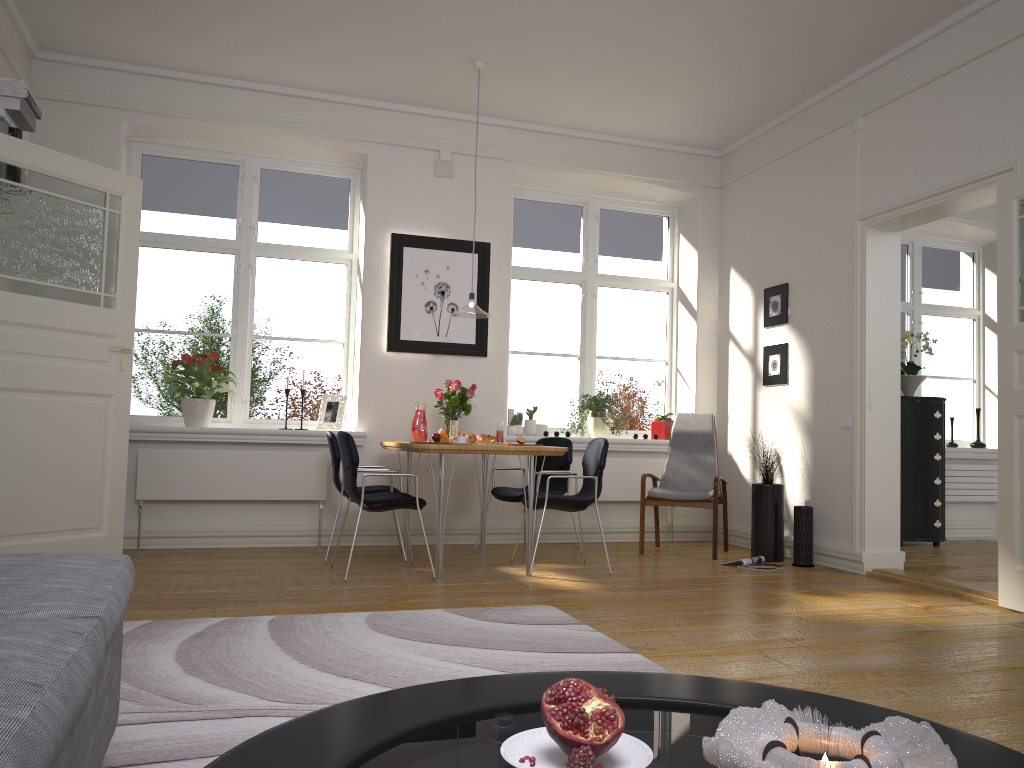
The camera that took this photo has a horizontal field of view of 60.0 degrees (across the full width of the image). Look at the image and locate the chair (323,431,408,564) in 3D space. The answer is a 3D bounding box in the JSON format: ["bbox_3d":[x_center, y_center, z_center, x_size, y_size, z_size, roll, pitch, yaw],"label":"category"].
[{"bbox_3d":[-0.937,0.710,5.686,0.527,0.803,0.574,2,-4,-11],"label":"chair"}]

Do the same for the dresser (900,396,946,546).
[{"bbox_3d":[3.051,0.722,7.310,0.934,1.232,0.614,3,-4,-18],"label":"dresser"}]

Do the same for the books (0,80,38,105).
[{"bbox_3d":[-2.636,-1.510,4.594,0.262,0.030,0.300,3,-4,-18],"label":"books"}]

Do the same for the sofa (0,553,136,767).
[{"bbox_3d":[-0.966,0.424,0.468,1.116,0.772,3.020,3,-4,-17],"label":"sofa"}]

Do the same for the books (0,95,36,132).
[{"bbox_3d":[-2.663,-1.413,4.611,0.262,0.065,0.347,3,-4,-18],"label":"books"}]

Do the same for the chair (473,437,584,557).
[{"bbox_3d":[0.126,0.760,6.056,0.534,0.803,0.567,5,-5,-44],"label":"chair"}]

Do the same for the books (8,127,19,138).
[{"bbox_3d":[-2.698,-1.178,4.563,0.275,0.310,0.062,3,-4,-19],"label":"books"}]

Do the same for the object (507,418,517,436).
[{"bbox_3d":[0.000,0.328,6.778,0.072,0.137,0.072,1,-3,2],"label":"object"}]

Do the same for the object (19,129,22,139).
[{"bbox_3d":[-2.688,-1.176,4.587,0.261,0.311,0.049,3,-4,-19],"label":"object"}]

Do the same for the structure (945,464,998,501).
[{"bbox_3d":[3.933,1.139,7.937,1.215,0.845,0.094,3,-4,-19],"label":"structure"}]

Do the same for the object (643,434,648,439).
[{"bbox_3d":[1.063,0.417,7.050,0.042,0.048,0.042,2,-4,-11],"label":"object"}]

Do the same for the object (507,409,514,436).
[{"bbox_3d":[-0.010,0.304,7.014,0.050,0.213,0.052,-1,-4,32],"label":"object"}]

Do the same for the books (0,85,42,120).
[{"bbox_3d":[-2.620,-1.469,4.605,0.252,0.049,0.328,3,-4,-18],"label":"books"}]

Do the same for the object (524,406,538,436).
[{"bbox_3d":[0.147,0.288,6.938,0.104,0.244,0.096,5,-5,-40],"label":"object"}]

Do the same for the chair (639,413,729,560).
[{"bbox_3d":[1.265,0.712,6.412,0.537,1.027,0.592,0,-4,22],"label":"chair"}]

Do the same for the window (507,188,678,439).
[{"bbox_3d":[108.377,-1.840,199.680,502.589,104.415,293.636,3,-4,-18],"label":"window"}]

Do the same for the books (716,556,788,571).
[{"bbox_3d":[1.570,1.161,5.787,0.365,0.048,0.311,-1,-5,40],"label":"books"}]

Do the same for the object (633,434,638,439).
[{"bbox_3d":[0.980,0.413,7.022,0.042,0.048,0.042,2,-4,-11],"label":"object"}]

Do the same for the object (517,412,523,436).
[{"bbox_3d":[0.059,0.319,7.023,0.050,0.188,0.052,-1,-4,32],"label":"object"}]

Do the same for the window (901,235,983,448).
[{"bbox_3d":[3.842,-0.404,8.448,1.626,2.005,0.076,3,-4,-19],"label":"window"}]

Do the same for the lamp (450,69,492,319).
[{"bbox_3d":[-0.234,-1.335,5.687,0.269,1.808,0.259,4,-4,-35],"label":"lamp"}]

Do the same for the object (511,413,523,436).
[{"bbox_3d":[0.038,0.310,6.863,0.111,0.185,0.099,1,-4,5],"label":"object"}]

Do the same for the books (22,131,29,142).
[{"bbox_3d":[-2.672,-1.173,4.614,0.262,0.309,0.069,3,-4,-19],"label":"books"}]

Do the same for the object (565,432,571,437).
[{"bbox_3d":[0.432,0.387,6.839,0.042,0.048,0.042,2,-4,-11],"label":"object"}]

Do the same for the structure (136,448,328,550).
[{"bbox_3d":[-1.874,0.868,5.960,1.215,0.845,0.094,3,-4,-19],"label":"structure"}]

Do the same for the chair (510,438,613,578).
[{"bbox_3d":[0.307,0.723,5.381,0.528,0.803,0.574,2,-4,-12],"label":"chair"}]

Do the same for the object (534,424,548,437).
[{"bbox_3d":[0.221,0.367,7.009,0.131,0.097,0.136,0,-4,22],"label":"object"}]

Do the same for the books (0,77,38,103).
[{"bbox_3d":[-2.650,-1.532,4.606,0.268,0.015,0.311,3,-4,-18],"label":"books"}]

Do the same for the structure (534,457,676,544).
[{"bbox_3d":[0.725,0.989,6.844,1.215,0.845,0.094,3,-4,-19],"label":"structure"}]

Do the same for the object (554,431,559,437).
[{"bbox_3d":[0.344,0.383,6.809,0.042,0.048,0.042,2,-4,-11],"label":"object"}]

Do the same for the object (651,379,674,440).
[{"bbox_3d":[1.241,0.209,7.276,0.271,0.501,0.155,4,-4,-37],"label":"object"}]

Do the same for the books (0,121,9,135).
[{"bbox_3d":[-2.671,-1.182,4.480,0.193,0.307,0.064,3,-4,-19],"label":"books"}]

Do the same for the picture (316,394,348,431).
[{"bbox_3d":[-1.307,0.209,6.477,0.213,0.270,0.116,0,-4,19],"label":"picture"}]

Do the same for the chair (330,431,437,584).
[{"bbox_3d":[-0.737,0.675,5.026,0.530,0.803,0.571,3,-4,-19],"label":"chair"}]

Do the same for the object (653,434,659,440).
[{"bbox_3d":[1.151,0.421,7.080,0.042,0.048,0.042,2,-4,-11],"label":"object"}]

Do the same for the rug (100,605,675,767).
[{"bbox_3d":[-0.208,0.907,2.122,1.975,0.008,3.662,3,-4,-17],"label":"rug"}]

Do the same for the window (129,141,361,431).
[{"bbox_3d":[-2.983,-0.323,8.834,2.035,2.474,5.274,3,-4,-19],"label":"window"}]
